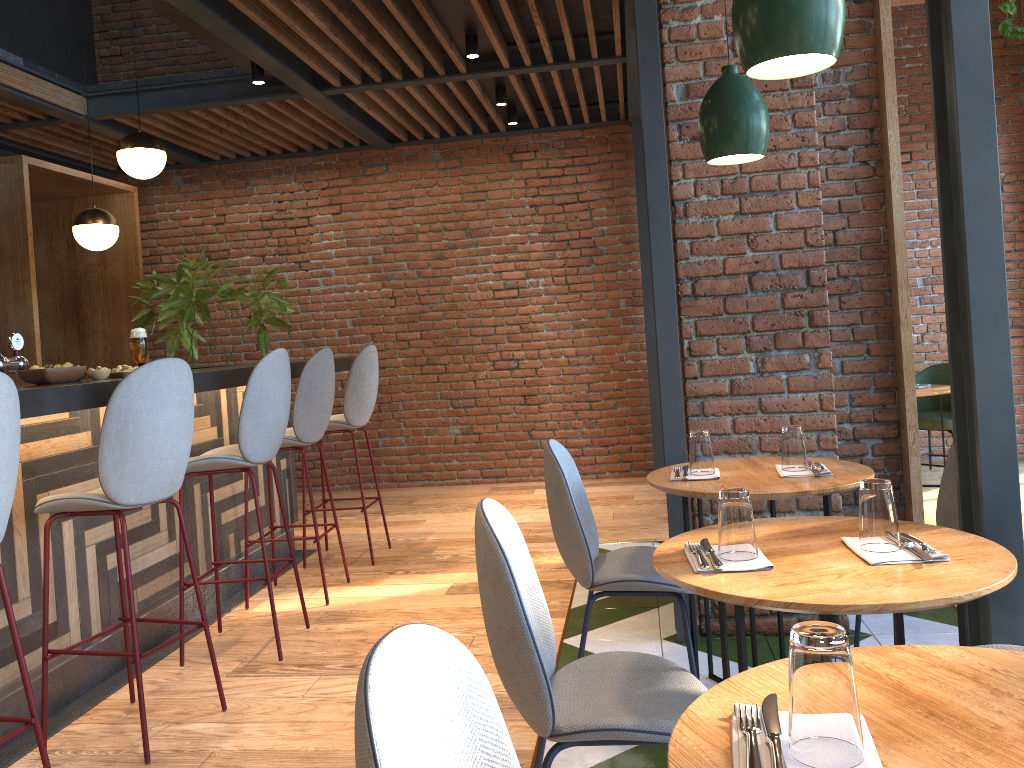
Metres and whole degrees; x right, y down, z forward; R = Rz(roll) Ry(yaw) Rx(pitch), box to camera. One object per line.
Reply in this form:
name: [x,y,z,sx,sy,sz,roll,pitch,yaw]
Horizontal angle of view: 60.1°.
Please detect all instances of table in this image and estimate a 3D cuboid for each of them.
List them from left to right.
table: [0.808,0.657,2.839,0.701,0.747,0.699,-5,2,-36]
table: [0.669,0.720,1.835,0.701,0.747,0.698,-5,2,-40]
table: [2.691,0.380,6.170,0.807,0.687,0.808,-4,2,-8]
table: [0.547,0.776,0.953,0.699,0.747,0.701,-3,2,18]

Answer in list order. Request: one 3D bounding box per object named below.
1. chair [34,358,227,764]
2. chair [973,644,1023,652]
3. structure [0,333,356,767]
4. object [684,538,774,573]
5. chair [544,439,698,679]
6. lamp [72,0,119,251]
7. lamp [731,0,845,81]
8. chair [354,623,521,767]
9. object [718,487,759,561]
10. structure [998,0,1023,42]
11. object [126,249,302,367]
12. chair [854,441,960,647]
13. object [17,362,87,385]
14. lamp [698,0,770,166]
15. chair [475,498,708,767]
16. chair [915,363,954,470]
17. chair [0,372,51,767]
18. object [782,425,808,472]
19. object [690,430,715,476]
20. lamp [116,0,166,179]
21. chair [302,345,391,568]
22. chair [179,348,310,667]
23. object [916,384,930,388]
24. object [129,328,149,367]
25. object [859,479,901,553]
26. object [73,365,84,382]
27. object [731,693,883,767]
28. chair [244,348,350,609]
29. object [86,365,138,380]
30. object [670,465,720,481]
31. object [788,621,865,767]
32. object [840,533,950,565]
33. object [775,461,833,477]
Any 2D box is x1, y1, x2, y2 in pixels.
chair: [-1.301,0.545,2.964,0.507,1.243,0.419,-4,1,19]
chair: [1.087,0.625,1.775,0.507,0.887,0.419,-4,1,9]
structure: [-2.663,0.533,3.491,2.915,1.395,4.928,-4,3,8]
object: [0.443,0.351,1.842,0.157,0.019,0.243,-4,3,5]
chair: [0.382,0.612,2.902,0.507,0.887,0.419,-4,1,9]
lamp: [-2.751,-2.734,5.594,0.268,3.793,0.269,-4,0,29]
lamp: [0.507,-1.661,1.823,0.223,2.021,0.224,-4,0,11]
chair: [0.105,0.732,1.018,0.507,0.887,0.419,-4,1,14]
object: [0.460,0.285,1.819,0.080,0.138,0.080,-5,1,-42]
structure: [2.076,-1.949,3.775,0.513,0.968,0.665,-4,1,0]
object: [-2.409,-0.031,7.135,1.515,2.096,1.084,-4,1,13]
chair: [1.306,0.557,2.767,0.507,0.887,0.418,-4,1,4]
object: [-1.624,-0.037,3.131,0.168,0.072,0.168,-2,3,28]
lamp: [0.646,-1.724,2.826,0.223,2.021,0.224,-4,0,11]
chair: [0.199,0.678,1.904,0.507,0.887,0.418,-4,1,4]
chair: [3.114,0.272,6.414,0.516,0.818,0.638,-5,2,-33]
chair: [-1.478,0.598,2.200,0.507,1.243,0.419,-4,1,14]
object: [0.893,0.203,2.809,0.080,0.138,0.080,-4,1,-5]
object: [0.609,0.220,2.853,0.080,0.138,0.080,-3,1,45]
lamp: [-2.277,-3.087,5.152,0.268,3.793,0.268,-4,0,17]
chair: [-1.009,0.405,5.206,0.507,1.243,0.418,-4,1,7]
chair: [-1.157,0.484,3.715,0.507,1.243,0.418,-4,1,4]
object: [2.832,0.012,6.257,0.158,0.019,0.242,-6,4,-34]
object: [-1.405,-0.121,3.343,0.070,0.183,0.070,-4,1,28]
object: [0.748,0.266,1.810,0.080,0.138,0.080,-4,1,18]
object: [-1.649,-0.038,3.302,0.078,0.060,0.108,-3,2,16]
object: [0.329,0.404,1.004,0.157,0.019,0.243,-3,3,13]
chair: [-1.123,0.451,4.483,0.507,1.243,0.418,-4,1,6]
object: [-1.533,-0.046,3.379,0.164,0.052,0.292,-3,3,17]
object: [0.594,0.285,2.879,0.157,0.019,0.243,-3,3,12]
object: [0.343,0.339,0.978,0.080,0.138,0.080,-4,1,-24]
object: [0.774,0.331,1.796,0.157,0.019,0.243,-4,3,5]
object: [0.917,0.268,2.793,0.157,0.019,0.243,-3,3,12]
